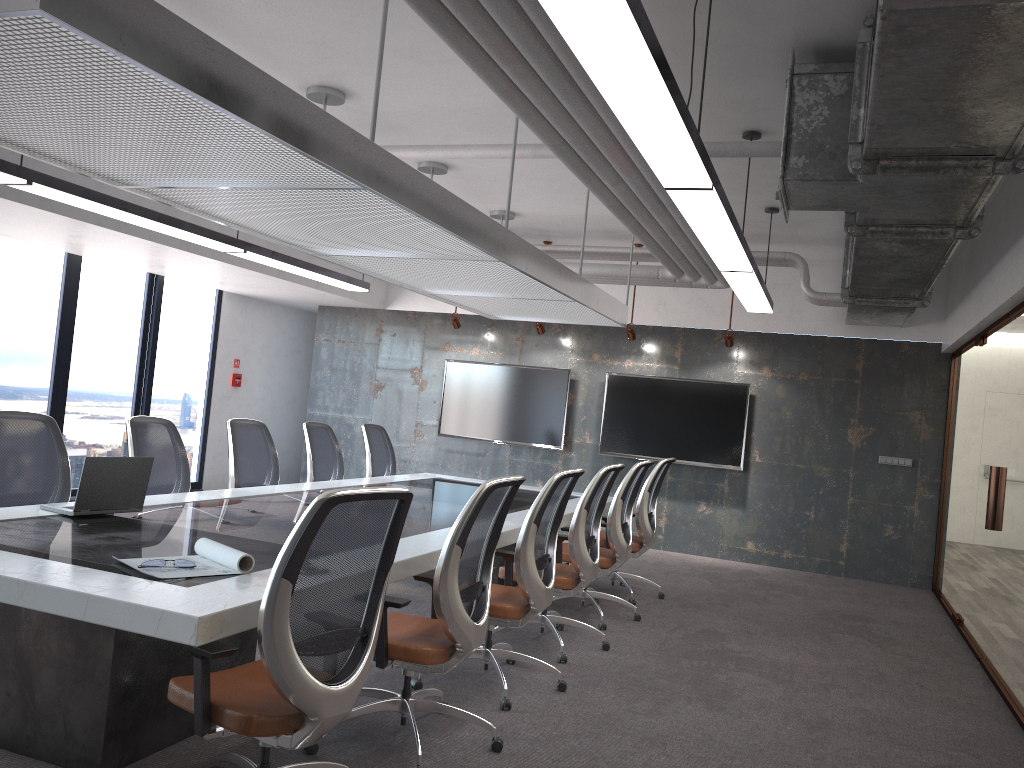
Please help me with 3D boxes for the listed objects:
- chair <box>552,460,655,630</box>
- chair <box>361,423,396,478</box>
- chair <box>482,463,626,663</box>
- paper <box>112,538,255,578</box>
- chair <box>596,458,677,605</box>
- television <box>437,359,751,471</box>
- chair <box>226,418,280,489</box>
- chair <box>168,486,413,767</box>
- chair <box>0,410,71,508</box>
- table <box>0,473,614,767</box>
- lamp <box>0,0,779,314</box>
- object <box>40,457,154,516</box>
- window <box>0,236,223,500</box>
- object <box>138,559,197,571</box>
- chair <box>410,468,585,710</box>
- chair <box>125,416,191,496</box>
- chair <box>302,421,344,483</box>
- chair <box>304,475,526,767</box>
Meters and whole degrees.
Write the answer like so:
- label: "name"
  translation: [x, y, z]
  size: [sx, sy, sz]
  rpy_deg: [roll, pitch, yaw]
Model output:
- label: "chair"
  translation: [0.567, 1.088, 6.391]
  size: [0.828, 1.166, 0.789]
  rpy_deg: [6, -2, -16]
- label: "chair"
  translation: [-1.025, 0.977, 8.082]
  size: [0.828, 1.166, 0.789]
  rpy_deg: [6, -2, -16]
- label: "chair"
  translation: [0.245, 1.033, 5.501]
  size: [0.828, 1.166, 0.789]
  rpy_deg: [6, -2, -16]
- label: "paper"
  translation: [-1.195, 0.629, 3.229]
  size: [0.379, 0.069, 0.348]
  rpy_deg: [7, -2, -44]
- label: "chair"
  translation: [0.890, 1.143, 7.280]
  size: [0.828, 1.166, 0.789]
  rpy_deg: [6, -2, -16]
- label: "television"
  translation: [0.858, 0.322, 10.337]
  size: [3.667, 0.960, 0.101]
  rpy_deg: [5, -2, 20]
- label: "chair"
  translation: [-1.719, 0.865, 6.429]
  size: [0.828, 1.166, 0.789]
  rpy_deg: [6, -2, -10]
- label: "chair"
  translation: [-0.768, 0.862, 2.852]
  size: [0.828, 1.166, 0.789]
  rpy_deg: [6, -2, 0]
- label: "chair"
  translation: [-2.378, 0.750, 4.545]
  size: [0.828, 1.166, 0.789]
  rpy_deg: [6, -2, -5]
- label: "table"
  translation: [-0.890, 1.125, 5.455]
  size: [1.898, 0.745, 5.498]
  rpy_deg: [5, -2, 20]
- label: "lamp"
  translation: [-0.665, -1.392, 5.438]
  size: [4.126, 0.908, 6.097]
  rpy_deg: [5, -2, 20]
- label: "object"
  translation: [-1.983, 0.470, 4.247]
  size: [0.308, 0.277, 0.366]
  rpy_deg: [5, -2, 30]
- label: "window"
  translation: [-5.404, -0.258, 6.932]
  size: [0.121, 2.670, 9.225]
  rpy_deg: [5, -2, 20]
- label: "object"
  translation: [-1.214, 0.640, 3.141]
  size: [0.200, 0.036, 0.049]
  rpy_deg: [7, -2, -33]
- label: "chair"
  translation: [-0.077, 0.977, 4.612]
  size: [0.828, 1.166, 0.789]
  rpy_deg: [6, -2, -16]
- label: "chair"
  translation: [-1.992, 0.811, 5.413]
  size: [0.828, 1.166, 0.789]
  rpy_deg: [6, -2, -16]
- label: "chair"
  translation: [-1.348, 0.922, 7.192]
  size: [0.828, 1.166, 0.789]
  rpy_deg: [6, -2, -16]
- label: "chair"
  translation: [-0.399, 0.922, 3.722]
  size: [0.828, 1.166, 0.789]
  rpy_deg: [6, -2, -16]
